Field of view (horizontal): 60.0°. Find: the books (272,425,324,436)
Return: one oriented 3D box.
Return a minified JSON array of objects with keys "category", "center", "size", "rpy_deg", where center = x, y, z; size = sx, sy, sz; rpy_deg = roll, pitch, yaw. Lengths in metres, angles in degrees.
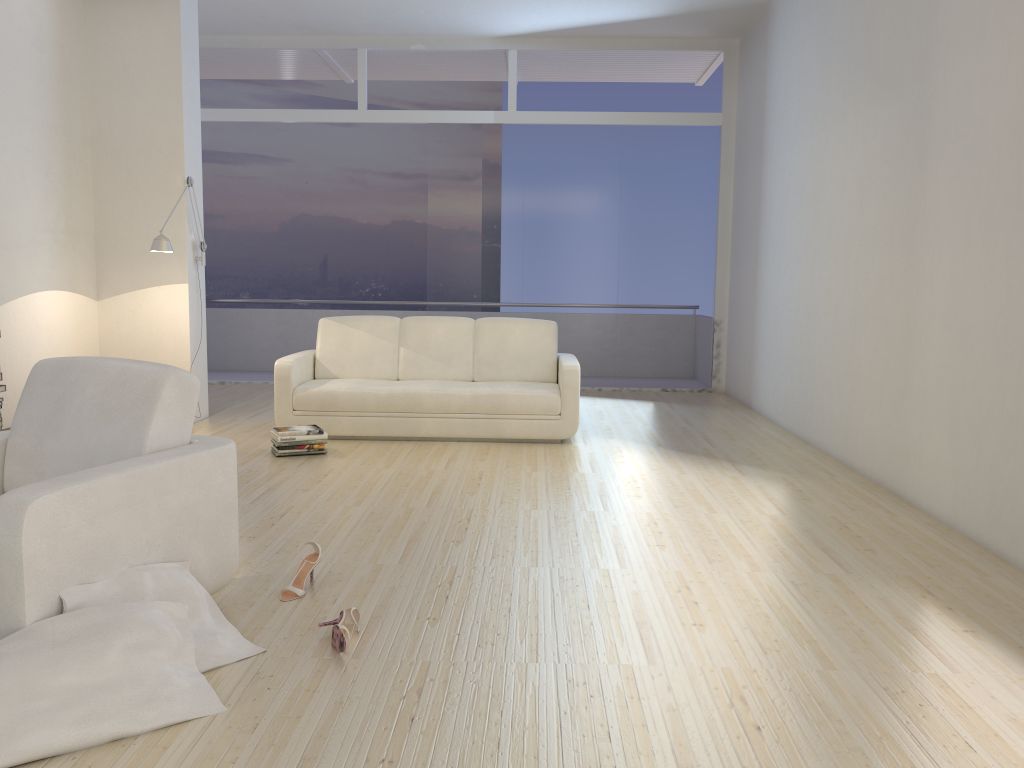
[{"category":"books","center":[-1.406,0.305,5.817],"size":[0.287,0.025,0.247],"rpy_deg":[-2,7,-25]}]

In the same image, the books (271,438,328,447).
[{"category":"books","center":[-1.401,0.368,5.827],"size":[0.328,0.027,0.247],"rpy_deg":[-2,7,-23]}]

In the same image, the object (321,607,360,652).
[{"category":"object","center":[-0.557,0.774,2.811],"size":[0.121,0.091,0.287],"rpy_deg":[1,7,0]}]

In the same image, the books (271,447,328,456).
[{"category":"books","center":[-1.402,0.435,5.834],"size":[0.328,0.018,0.247],"rpy_deg":[-2,7,-23]}]

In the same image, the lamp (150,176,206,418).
[{"category":"lamp","center":[-2.473,-0.615,6.549],"size":[0.204,1.841,0.891],"rpy_deg":[0,7,-3]}]

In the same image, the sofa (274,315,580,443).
[{"category":"sofa","center":[-0.591,-0.068,6.683],"size":[2.166,0.862,0.941],"rpy_deg":[1,7,1]}]

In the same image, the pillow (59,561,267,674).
[{"category":"pillow","center":[-1.034,0.692,2.516],"size":[0.312,0.315,0.615],"rpy_deg":[4,8,28]}]

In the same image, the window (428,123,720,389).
[{"category":"window","center":[0.613,-1.317,9.247],"size":[2.988,2.706,0.012],"rpy_deg":[1,7,1]}]

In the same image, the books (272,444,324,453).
[{"category":"books","center":[-1.407,0.417,5.830],"size":[0.287,0.018,0.247],"rpy_deg":[-2,7,-25]}]

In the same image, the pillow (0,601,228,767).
[{"category":"pillow","center":[-1.121,0.756,2.244],"size":[0.712,0.287,0.299],"rpy_deg":[-4,8,-36]}]

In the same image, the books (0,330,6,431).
[{"category":"books","center":[-2.908,0.039,4.790],"size":[0.329,0.694,0.270],"rpy_deg":[1,7,1]}]

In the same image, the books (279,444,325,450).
[{"category":"books","center":[-1.383,0.395,5.835],"size":[0.287,0.025,0.247],"rpy_deg":[-1,7,-14]}]

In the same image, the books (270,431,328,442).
[{"category":"books","center":[-1.401,0.336,5.823],"size":[0.319,0.038,0.247],"rpy_deg":[-3,7,-27]}]

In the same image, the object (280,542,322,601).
[{"category":"object","center":[-0.777,0.682,3.263],"size":[0.089,0.149,0.265],"rpy_deg":[2,7,14]}]

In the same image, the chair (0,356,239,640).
[{"category":"chair","center":[-1.509,0.345,2.851],"size":[0.919,0.828,0.941],"rpy_deg":[3,7,21]}]
